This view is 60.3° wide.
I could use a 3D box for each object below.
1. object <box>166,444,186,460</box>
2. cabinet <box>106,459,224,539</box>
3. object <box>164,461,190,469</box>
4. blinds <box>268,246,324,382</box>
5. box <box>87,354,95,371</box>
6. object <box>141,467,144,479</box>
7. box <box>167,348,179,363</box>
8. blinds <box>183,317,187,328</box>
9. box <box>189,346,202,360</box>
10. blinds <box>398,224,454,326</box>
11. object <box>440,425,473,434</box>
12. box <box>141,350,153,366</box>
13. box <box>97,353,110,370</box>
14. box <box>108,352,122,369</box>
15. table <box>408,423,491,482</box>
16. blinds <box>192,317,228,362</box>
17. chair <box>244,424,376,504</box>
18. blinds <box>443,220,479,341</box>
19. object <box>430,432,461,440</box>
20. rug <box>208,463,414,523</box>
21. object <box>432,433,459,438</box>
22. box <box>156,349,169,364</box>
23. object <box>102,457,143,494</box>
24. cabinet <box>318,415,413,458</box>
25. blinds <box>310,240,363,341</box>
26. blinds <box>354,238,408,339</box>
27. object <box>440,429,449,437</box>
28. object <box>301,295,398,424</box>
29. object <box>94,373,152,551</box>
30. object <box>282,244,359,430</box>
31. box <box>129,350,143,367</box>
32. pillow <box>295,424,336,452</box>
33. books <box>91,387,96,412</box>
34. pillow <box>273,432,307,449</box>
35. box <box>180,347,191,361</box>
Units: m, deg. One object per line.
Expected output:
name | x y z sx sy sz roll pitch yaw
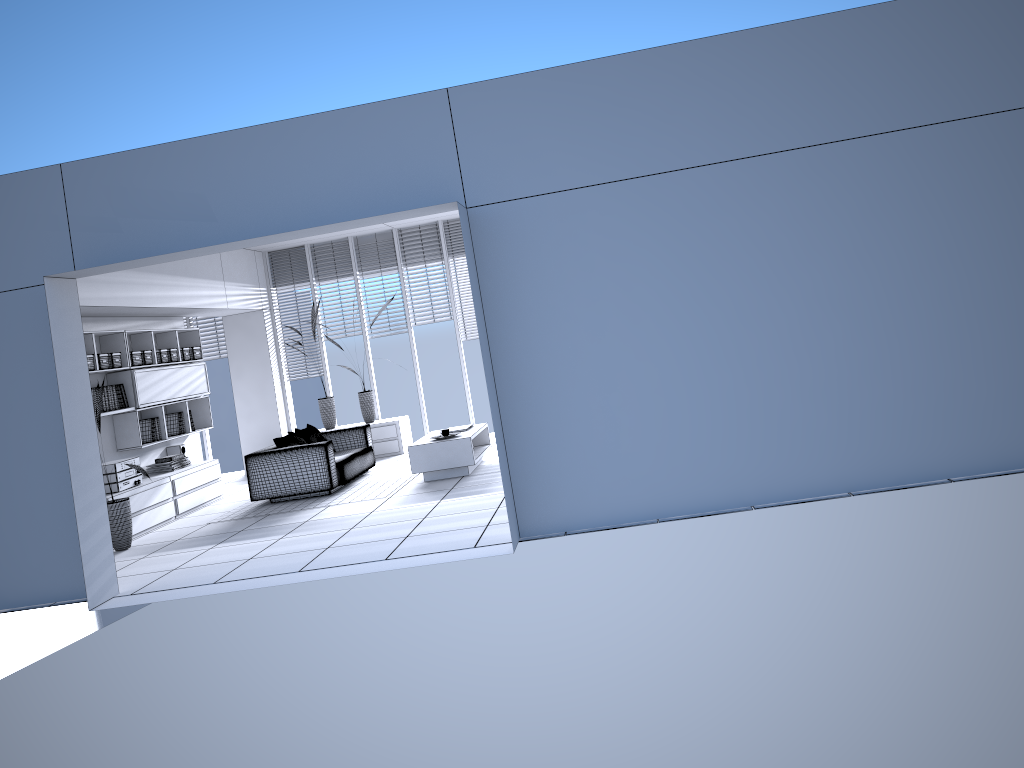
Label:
object | -3.912 0.834 10.293 0.176 0.232 0.119 -9 -2 6
cabinet | -3.785 1.223 9.194 0.572 0.450 2.274 -9 3 7
object | -3.818 0.911 9.818 0.284 0.008 0.416 -9 3 8
blinds | -3.067 -1.010 12.589 0.635 1.890 0.057 -10 -3 6
box | -4.244 -0.187 8.574 0.280 0.162 0.212 -9 1 7
object | -4.025 0.971 9.225 0.176 0.119 0.329 -9 3 7
box | -4.052 -0.315 10.249 0.280 0.162 0.179 -9 0 6
blinds | -4.930 -0.720 12.826 0.635 1.910 0.039 -10 -3 6
box | -3.987 -0.359 10.816 0.280 0.162 0.217 -9 1 7
blinds | -1.210 -1.534 12.396 0.635 1.382 0.039 -9 -3 6
object | -0.605 0.497 9.641 0.284 0.008 0.416 -9 3 8
box | -4.117 -0.272 9.680 0.280 0.162 0.174 -9 0 7
box | -4.213 -0.207 8.843 0.280 0.162 0.175 -9 0 7
box | -4.188 -0.225 9.068 0.280 0.162 0.179 -9 0 7
table | -0.632 0.725 9.403 0.649 0.389 1.203 -9 3 7
blinds | -4.337 -1.044 12.769 0.635 1.382 0.039 -9 -3 6
chair | -2.150 0.863 9.790 0.958 0.553 1.652 -9 3 7
blinds | -0.484 -1.485 12.311 0.713 1.697 0.047 -9 -3 6
object | -0.683 0.542 9.059 0.327 0.024 0.332 -7 4 36
rug | -1.953 1.128 9.551 1.794 0.001 2.236 -9 3 7
object | -0.685 0.536 9.055 0.219 0.012 0.213 -12 4 -37
box | -4.077 -0.298 10.027 0.280 0.162 0.179 -9 0 6
object | -3.888 0.900 8.625 0.346 0.270 0.431 -9 2 7
cabinet | -2.250 0.809 11.997 1.672 0.451 0.598 -9 1 6
blinds | -2.474 -1.334 12.533 0.635 1.371 0.051 -9 -3 6
blinds | -1.830 -1.353 12.459 0.635 1.362 0.057 -9 -3 6
object | -0.687 0.505 9.057 0.096 0.070 0.084 -10 1 -12
object | -2.139 -0.374 11.863 1.550 1.872 0.689 -9 -2 1
object | -3.679 0.694 7.948 1.163 1.591 0.252 -10 -3 39
object | -2.707 -0.873 12.272 1.414 2.998 0.497 -11 -3 35
box | -4.143 -0.254 9.454 0.280 0.162 0.212 -9 1 7
pillow | -2.263 0.650 10.108 0.300 0.399 0.566 -9 1 4
books | -4.192 0.178 8.692 0.207 0.259 0.072 -9 -3 6
pillow | -2.326 0.717 9.531 0.339 0.390 0.567 -9 1 4
box | -4.017 -0.338 10.549 0.280 0.162 0.179 -9 0 6
